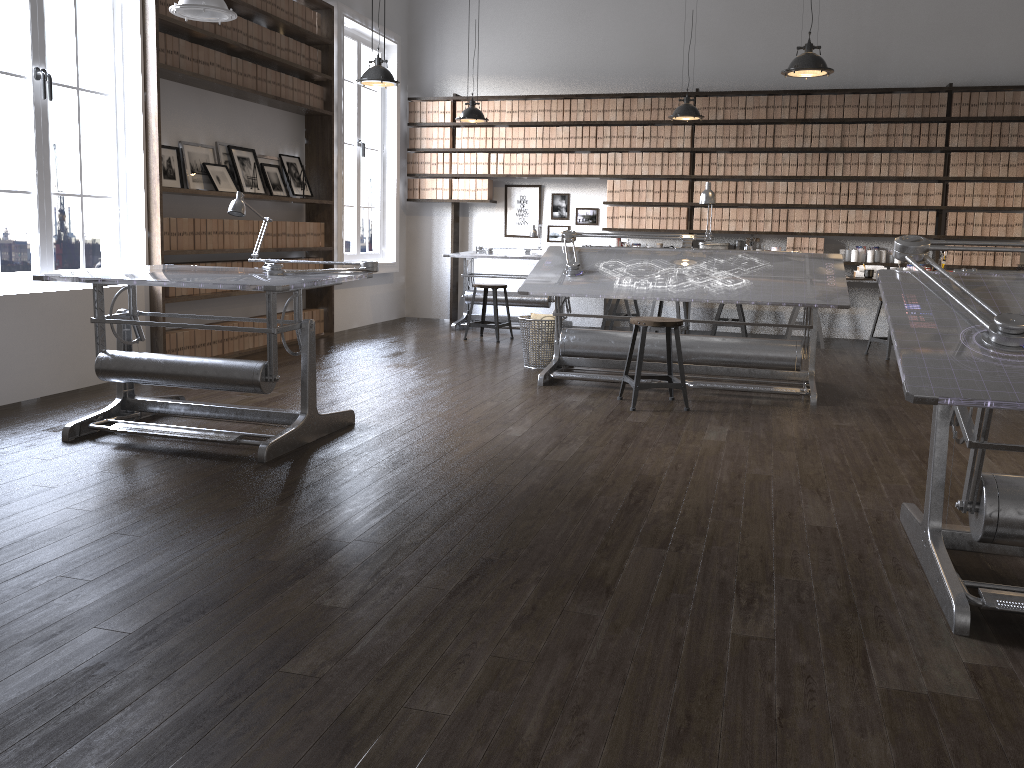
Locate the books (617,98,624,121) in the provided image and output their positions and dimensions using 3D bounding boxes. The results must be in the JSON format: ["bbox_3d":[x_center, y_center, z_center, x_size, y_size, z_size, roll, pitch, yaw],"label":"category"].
[{"bbox_3d":[1.131,-2.822,9.149,0.067,0.224,0.175,3,8,16],"label":"books"}]

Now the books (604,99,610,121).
[{"bbox_3d":[1.002,-2.832,9.189,0.067,0.224,0.175,3,8,16],"label":"books"}]

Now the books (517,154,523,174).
[{"bbox_3d":[0.106,-2.351,9.503,0.067,0.224,0.175,3,8,16],"label":"books"}]

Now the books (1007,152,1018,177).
[{"bbox_3d":[4.631,-2.029,8.222,0.067,0.224,0.175,3,8,16],"label":"books"}]

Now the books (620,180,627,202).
[{"bbox_3d":[1.172,-2.007,9.233,0.067,0.224,0.175,3,8,16],"label":"books"}]

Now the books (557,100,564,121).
[{"bbox_3d":[0.525,-2.866,9.326,0.067,0.224,0.175,3,8,16],"label":"books"}]

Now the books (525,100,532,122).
[{"bbox_3d":[0.196,-2.890,9.419,0.067,0.224,0.175,3,8,16],"label":"books"}]

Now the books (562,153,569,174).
[{"bbox_3d":[0.580,-2.316,9.368,0.067,0.224,0.175,3,8,16],"label":"books"}]

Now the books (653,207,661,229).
[{"bbox_3d":[1.506,-1.714,9.164,0.067,0.224,0.175,3,8,16],"label":"books"}]

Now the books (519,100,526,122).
[{"bbox_3d":[0.128,-2.895,9.436,0.067,0.224,0.175,3,8,16],"label":"books"}]

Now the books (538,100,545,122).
[{"bbox_3d":[0.330,-2.879,9.374,0.067,0.224,0.175,3,8,16],"label":"books"}]

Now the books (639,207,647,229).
[{"bbox_3d":[1.372,-1.725,9.210,0.067,0.224,0.175,3,8,16],"label":"books"}]

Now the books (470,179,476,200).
[{"bbox_3d":[-0.403,-2.120,9.674,0.067,0.224,0.175,3,8,16],"label":"books"}]

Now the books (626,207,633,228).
[{"bbox_3d":[1.235,-1.734,9.242,0.067,0.224,0.175,3,8,16],"label":"books"}]

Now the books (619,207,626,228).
[{"bbox_3d":[1.166,-1.739,9.264,0.067,0.224,0.175,3,8,16],"label":"books"}]

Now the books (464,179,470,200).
[{"bbox_3d":[-0.465,-2.126,9.697,0.067,0.224,0.175,3,8,16],"label":"books"}]

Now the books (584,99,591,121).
[{"bbox_3d":[0.805,-2.846,9.246,0.067,0.224,0.175,3,8,16],"label":"books"}]

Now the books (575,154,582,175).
[{"bbox_3d":[0.717,-2.307,9.333,0.067,0.224,0.175,3,8,16],"label":"books"}]

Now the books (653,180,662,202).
[{"bbox_3d":[1.506,-1.983,9.141,0.067,0.224,0.175,3,8,16],"label":"books"}]

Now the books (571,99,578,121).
[{"bbox_3d":[0.669,-2.856,9.285,0.067,0.224,0.175,3,8,16],"label":"books"}]

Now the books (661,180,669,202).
[{"bbox_3d":[1.576,-1.977,9.115,0.067,0.224,0.175,3,8,16],"label":"books"}]

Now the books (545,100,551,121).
[{"bbox_3d":[0.400,-2.874,9.354,0.067,0.224,0.175,3,8,16],"label":"books"}]

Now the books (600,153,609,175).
[{"bbox_3d":[0.975,-2.288,9.255,0.067,0.224,0.175,3,8,16],"label":"books"}]

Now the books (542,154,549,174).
[{"bbox_3d":[0.369,-2.332,9.432,0.067,0.224,0.175,3,8,16],"label":"books"}]

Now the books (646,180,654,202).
[{"bbox_3d":[1.436,-1.987,9.156,0.067,0.224,0.175,3,8,16],"label":"books"}]

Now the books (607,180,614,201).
[{"bbox_3d":[1.041,-2.016,9.267,0.067,0.224,0.175,3,8,16],"label":"books"}]

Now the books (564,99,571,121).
[{"bbox_3d":[0.595,-2.861,9.300,0.067,0.224,0.175,3,8,16],"label":"books"}]

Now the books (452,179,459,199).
[{"bbox_3d":[-0.597,-2.134,9.730,0.067,0.224,0.175,3,8,16],"label":"books"}]

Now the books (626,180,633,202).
[{"bbox_3d":[1.235,-2.001,9.211,0.067,0.224,0.175,3,8,16],"label":"books"}]

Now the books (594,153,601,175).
[{"bbox_3d":[0.906,-2.293,9.277,0.067,0.224,0.175,3,8,16],"label":"books"}]

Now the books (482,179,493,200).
[{"bbox_3d":[-0.267,-2.111,9.641,0.067,0.224,0.175,3,8,16],"label":"books"}]

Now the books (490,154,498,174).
[{"bbox_3d":[-0.175,-2.371,9.582,0.067,0.224,0.175,3,8,16],"label":"books"}]

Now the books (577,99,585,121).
[{"bbox_3d":[0.736,-2.850,9.261,0.067,0.224,0.175,3,8,16],"label":"books"}]

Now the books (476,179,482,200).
[{"bbox_3d":[-0.334,-2.116,9.662,0.067,0.224,0.175,3,8,16],"label":"books"}]

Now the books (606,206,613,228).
[{"bbox_3d":[1.041,-1.748,9.296,0.067,0.224,0.175,3,8,16],"label":"books"}]

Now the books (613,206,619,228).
[{"bbox_3d":[1.106,-1.744,9.282,0.067,0.224,0.175,3,8,16],"label":"books"}]

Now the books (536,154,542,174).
[{"bbox_3d":[0.306,-2.336,9.447,0.067,0.224,0.175,3,8,16],"label":"books"}]

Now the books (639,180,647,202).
[{"bbox_3d":[1.369,-1.993,9.179,0.067,0.224,0.175,3,8,16],"label":"books"}]

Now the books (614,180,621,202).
[{"bbox_3d":[1.111,-2.011,9.249,0.067,0.224,0.175,3,8,16],"label":"books"}]

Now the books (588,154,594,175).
[{"bbox_3d":[0.846,-2.297,9.295,0.067,0.224,0.175,3,8,16],"label":"books"}]

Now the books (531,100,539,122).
[{"bbox_3d":[0.262,-2.885,9.397,0.067,0.224,0.175,3,8,16],"label":"books"}]

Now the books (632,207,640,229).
[{"bbox_3d":[1.304,-1.730,9.227,0.067,0.224,0.175,3,8,16],"label":"books"}]

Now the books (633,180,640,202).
[{"bbox_3d":[1.301,-1.998,9.198,0.067,0.224,0.175,3,8,16],"label":"books"}]

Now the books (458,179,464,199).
[{"bbox_3d":[-0.526,-2.130,9.712,0.067,0.224,0.175,3,8,16],"label":"books"}]

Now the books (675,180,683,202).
[{"bbox_3d":[1.721,-1.967,9.077,0.067,0.224,0.175,3,8,16],"label":"books"}]

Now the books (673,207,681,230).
[{"bbox_3d":[1.701,-1.701,9.116,0.067,0.224,0.175,3,8,16],"label":"books"}]

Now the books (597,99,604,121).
[{"bbox_3d":[0.936,-2.836,9.203,0.067,0.224,0.175,3,8,16],"label":"books"}]

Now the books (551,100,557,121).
[{"bbox_3d":[0.462,-2.871,9.341,0.067,0.224,0.175,3,8,16],"label":"books"}]

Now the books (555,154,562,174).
[{"bbox_3d":[0.513,-2.322,9.391,0.067,0.224,0.175,3,8,16],"label":"books"}]

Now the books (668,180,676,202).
[{"bbox_3d":[1.649,-1.973,9.100,0.067,0.224,0.175,3,8,16],"label":"books"}]

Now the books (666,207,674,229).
[{"bbox_3d":[1.638,-1.706,9.132,0.067,0.224,0.175,3,8,16],"label":"books"}]

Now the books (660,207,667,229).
[{"bbox_3d":[1.576,-1.709,9.145,0.067,0.224,0.175,3,8,16],"label":"books"}]

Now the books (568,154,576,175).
[{"bbox_3d":[0.649,-2.312,9.352,0.067,0.224,0.175,3,8,16],"label":"books"}]

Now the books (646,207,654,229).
[{"bbox_3d":[1.438,-1.720,9.187,0.067,0.224,0.175,3,8,16],"label":"books"}]

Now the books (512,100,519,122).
[{"bbox_3d":[0.060,-2.899,9.452,0.067,0.224,0.175,3,8,16],"label":"books"}]

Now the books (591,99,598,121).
[{"bbox_3d":[0.873,-2.841,9.227,0.067,0.224,0.175,3,8,16],"label":"books"}]

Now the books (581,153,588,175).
[{"bbox_3d":[0.780,-2.301,9.309,0.067,0.224,0.175,3,8,16],"label":"books"}]

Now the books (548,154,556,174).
[{"bbox_3d":[0.439,-2.326,9.406,0.067,0.224,0.175,3,8,16],"label":"books"}]
